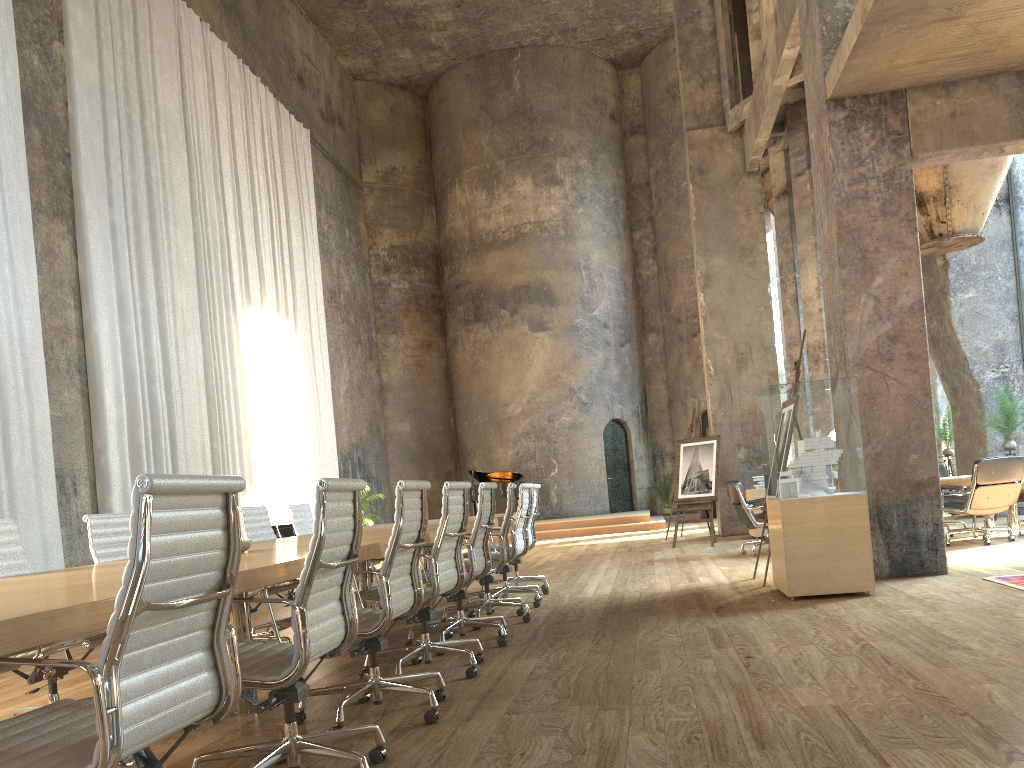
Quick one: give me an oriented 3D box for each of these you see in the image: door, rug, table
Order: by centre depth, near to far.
[{"bbox_3d":[-1.163,1.324,5.310,1.604,0.755,7.747,-6,-7,8],"label":"table"},{"bbox_3d":[4.596,1.233,5.700,2.467,0.009,1.352,-6,-8,9],"label":"rug"},{"bbox_3d":[4.485,1.460,9.998,2.414,0.698,1.109,-6,-5,9],"label":"table"},{"bbox_3d":[4.882,1.908,21.105,0.110,2.625,0.909,-5,0,-39],"label":"door"},{"bbox_3d":[2.542,2.000,21.483,0.898,2.291,0.092,-5,0,-33],"label":"door"}]

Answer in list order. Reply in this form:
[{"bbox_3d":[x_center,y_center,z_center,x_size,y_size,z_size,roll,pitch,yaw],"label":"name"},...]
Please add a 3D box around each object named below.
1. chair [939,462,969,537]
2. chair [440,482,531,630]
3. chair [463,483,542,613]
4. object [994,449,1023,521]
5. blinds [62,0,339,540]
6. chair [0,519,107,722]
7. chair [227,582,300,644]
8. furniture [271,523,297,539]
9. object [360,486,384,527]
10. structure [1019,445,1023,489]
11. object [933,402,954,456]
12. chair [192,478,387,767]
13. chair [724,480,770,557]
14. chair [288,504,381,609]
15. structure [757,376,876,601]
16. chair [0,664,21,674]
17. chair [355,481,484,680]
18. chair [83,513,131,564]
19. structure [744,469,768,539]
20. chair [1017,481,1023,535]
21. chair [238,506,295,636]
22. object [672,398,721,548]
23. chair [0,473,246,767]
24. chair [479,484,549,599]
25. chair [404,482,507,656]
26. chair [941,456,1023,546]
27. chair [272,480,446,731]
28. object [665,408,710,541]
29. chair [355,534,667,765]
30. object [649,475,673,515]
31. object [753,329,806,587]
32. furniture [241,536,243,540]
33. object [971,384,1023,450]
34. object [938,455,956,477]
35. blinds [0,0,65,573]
[{"bbox_3d":[5.099,1.398,10.670,0.731,0.890,0.824,-6,-3,9],"label":"chair"},{"bbox_3d":[-0.233,1.269,6.531,0.700,1.023,0.667,-5,-2,8],"label":"chair"},{"bbox_3d":[-0.109,1.368,7.379,0.701,1.023,0.665,-6,-2,17],"label":"chair"},{"bbox_3d":[7.091,1.387,12.258,0.575,0.970,0.656,-7,-3,45],"label":"object"},{"bbox_3d":[-4.328,-1.279,14.000,0.275,8.618,7.850,-5,-3,9],"label":"blinds"},{"bbox_3d":[-2.046,1.093,3.937,0.700,1.023,0.667,-5,-2,8],"label":"chair"},{"bbox_3d":[-1.775,1.303,5.731,0.701,1.023,0.665,-6,-2,17],"label":"chair"},{"bbox_3d":[-3.044,2.470,13.107,0.709,0.838,1.879,-6,-6,8],"label":"furniture"},{"bbox_3d":[-2.878,2.613,16.647,1.091,1.453,1.134,-5,-3,0],"label":"object"},{"bbox_3d":[7.072,1.233,11.238,0.736,1.012,0.745,-5,-2,9],"label":"structure"},{"bbox_3d":[7.266,0.749,14.784,0.692,0.937,0.858,-7,-4,29],"label":"object"},{"bbox_3d":[-0.799,0.851,2.944,0.701,1.023,0.666,-6,-2,12],"label":"chair"},{"bbox_3d":[2.950,1.536,10.252,0.821,0.890,0.732,-5,-3,5],"label":"chair"},{"bbox_3d":[-1.498,1.512,7.527,0.701,1.023,0.666,-6,-2,12],"label":"chair"},{"bbox_3d":[2.249,0.790,6.571,0.595,1.543,0.743,-5,-1,9],"label":"structure"},{"bbox_3d":[-2.179,0.994,3.091,0.701,1.023,0.665,-6,-2,17],"label":"chair"},{"bbox_3d":[-0.522,1.061,4.740,0.701,1.023,0.665,-6,-2,17],"label":"chair"},{"bbox_3d":[-1.914,1.201,4.861,0.701,1.023,0.666,-6,-2,14],"label":"chair"},{"bbox_3d":[3.913,1.755,13.067,0.744,1.012,0.737,-6,-2,9],"label":"structure"},{"bbox_3d":[5.943,1.204,9.763,0.821,0.890,0.733,-5,-3,3],"label":"chair"},{"bbox_3d":[-1.638,1.406,6.619,0.701,1.023,0.666,-6,-2,14],"label":"chair"},{"bbox_3d":[2.673,1.259,12.545,0.706,2.141,0.681,-6,-1,41],"label":"object"},{"bbox_3d":[-0.948,0.742,2.007,0.701,1.023,0.666,-6,-2,14],"label":"chair"},{"bbox_3d":[-0.010,1.472,8.238,0.701,1.023,0.666,-6,-2,14],"label":"chair"},{"bbox_3d":[-0.383,1.162,5.610,0.701,1.023,0.666,-6,-2,14],"label":"chair"},{"bbox_3d":[4.871,1.231,9.237,0.727,0.890,0.828,-4,-3,-18],"label":"chair"},{"bbox_3d":[-0.659,0.957,3.851,0.701,1.023,0.666,-6,-2,14],"label":"chair"},{"bbox_3d":[2.861,1.488,14.429,0.689,2.141,0.698,-5,-1,35],"label":"object"},{"bbox_3d":[1.435,1.313,7.962,12.975,1.027,31.639,-6,-7,8],"label":"chair"},{"bbox_3d":[3.838,2.743,21.713,0.916,0.988,0.907,-6,-3,20],"label":"object"},{"bbox_3d":[2.342,0.624,7.455,0.686,2.141,0.701,-5,0,8],"label":"object"},{"bbox_3d":[-3.414,2.195,10.747,0.709,0.838,1.879,-6,-6,8],"label":"furniture"},{"bbox_3d":[6.866,0.468,12.356,0.861,0.937,0.689,-6,-3,11],"label":"object"},{"bbox_3d":[7.403,1.685,14.754,0.659,0.970,0.572,-5,-2,3],"label":"object"},{"bbox_3d":[-5.666,-2.275,5.457,0.275,8.618,7.850,-5,-3,9],"label":"blinds"}]
